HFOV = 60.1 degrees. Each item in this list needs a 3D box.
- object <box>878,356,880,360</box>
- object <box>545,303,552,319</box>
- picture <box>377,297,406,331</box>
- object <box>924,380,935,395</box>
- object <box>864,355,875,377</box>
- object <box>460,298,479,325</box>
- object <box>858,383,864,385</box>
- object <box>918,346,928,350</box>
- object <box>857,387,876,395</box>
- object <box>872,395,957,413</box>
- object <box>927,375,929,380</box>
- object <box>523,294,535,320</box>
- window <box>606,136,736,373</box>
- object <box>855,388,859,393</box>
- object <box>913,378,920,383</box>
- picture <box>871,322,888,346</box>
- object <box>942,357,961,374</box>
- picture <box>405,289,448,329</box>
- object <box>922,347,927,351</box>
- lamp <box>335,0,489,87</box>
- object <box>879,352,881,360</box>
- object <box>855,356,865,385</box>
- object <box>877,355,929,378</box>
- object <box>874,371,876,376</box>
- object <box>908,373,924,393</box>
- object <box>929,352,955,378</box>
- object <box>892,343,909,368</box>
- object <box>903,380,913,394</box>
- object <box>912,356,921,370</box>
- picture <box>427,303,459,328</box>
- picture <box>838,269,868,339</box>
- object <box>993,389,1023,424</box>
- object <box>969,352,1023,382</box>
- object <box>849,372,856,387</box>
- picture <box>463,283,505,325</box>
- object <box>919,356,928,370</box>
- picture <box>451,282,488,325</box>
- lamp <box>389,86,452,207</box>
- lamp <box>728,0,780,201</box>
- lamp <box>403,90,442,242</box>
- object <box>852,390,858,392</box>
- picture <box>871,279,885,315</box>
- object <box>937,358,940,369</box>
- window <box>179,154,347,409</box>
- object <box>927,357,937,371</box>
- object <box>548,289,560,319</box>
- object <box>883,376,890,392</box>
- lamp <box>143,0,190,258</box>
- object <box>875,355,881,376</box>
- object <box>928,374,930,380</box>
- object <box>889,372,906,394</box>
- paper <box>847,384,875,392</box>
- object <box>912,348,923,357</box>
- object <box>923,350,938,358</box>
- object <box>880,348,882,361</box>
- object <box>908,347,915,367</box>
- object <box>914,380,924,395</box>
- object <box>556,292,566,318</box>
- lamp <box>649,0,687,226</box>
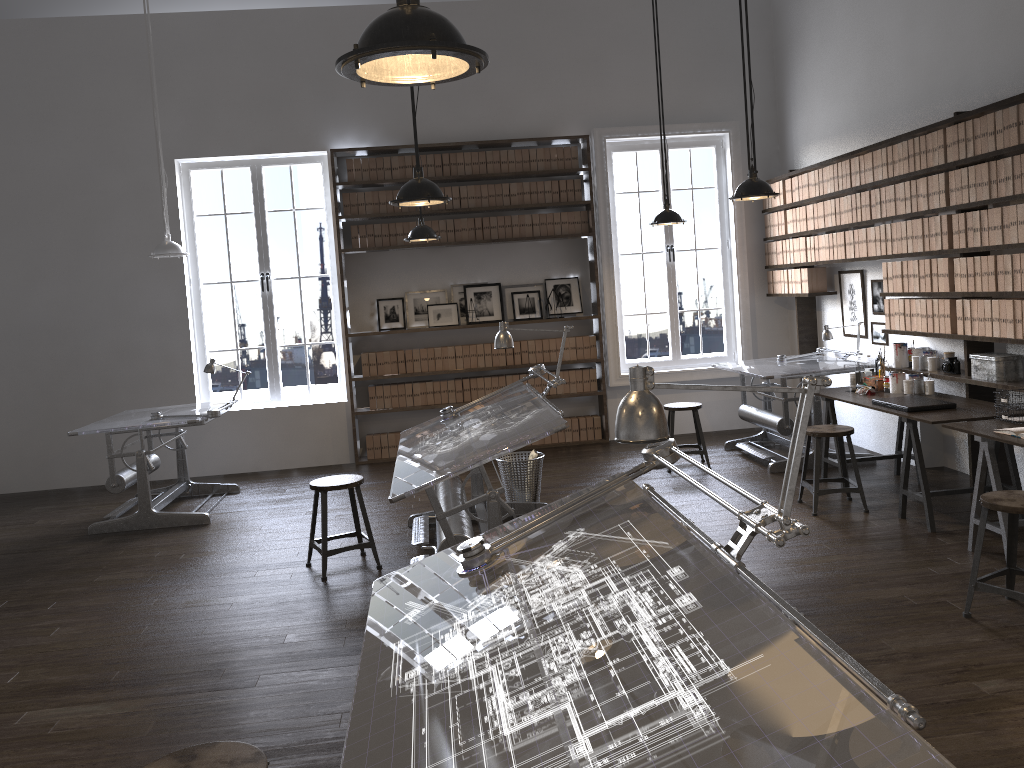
[{"bbox_3d":[2.630,-0.126,6.309,0.037,0.153,0.005,-5,3,-10],"label":"object"},{"bbox_3d":[0.359,-0.711,8.626,0.066,0.165,0.040,-4,3,-5],"label":"object"},{"bbox_3d":[-1.184,-0.685,8.695,0.267,0.314,0.058,-4,3,-5],"label":"picture"},{"bbox_3d":[2.790,0.022,5.915,0.062,0.094,0.062,0,5,44],"label":"object"},{"bbox_3d":[2.617,-0.096,6.487,0.068,0.237,0.069,-5,3,-8],"label":"object"},{"bbox_3d":[-0.411,-0.698,8.566,0.174,0.259,0.040,-4,3,-5],"label":"object"},{"bbox_3d":[2.531,0.016,6.433,0.049,0.037,0.049,-5,5,-9],"label":"object"},{"bbox_3d":[3.019,-0.208,6.490,0.070,0.130,0.070,-1,5,42],"label":"object"},{"bbox_3d":[2.471,0.043,6.183,0.132,0.050,0.198,-2,6,24],"label":"object"},{"bbox_3d":[2.489,0.122,5.501,0.312,0.033,0.447,-5,6,-5],"label":"object"},{"bbox_3d":[2.804,-0.006,5.982,0.005,0.117,0.036,-5,3,-11],"label":"object"},{"bbox_3d":[0.162,-0.745,8.632,0.124,0.259,0.040,-4,3,-5],"label":"object"},{"bbox_3d":[1.572,-1.275,8.815,1.245,2.303,0.153,-4,3,-5],"label":"window"},{"bbox_3d":[2.452,0.045,6.292,0.011,0.017,0.172,-2,6,26],"label":"object"},{"bbox_3d":[2.751,0.015,6.013,0.044,0.101,0.045,-4,4,-5],"label":"object"},{"bbox_3d":[2.968,-0.407,7.143,0.023,0.183,0.252,-4,5,-5],"label":"picture"},{"bbox_3d":[2.917,-0.125,5.911,0.091,0.108,0.171,-4,5,-5],"label":"object"},{"bbox_3d":[-0.832,-0.736,8.708,0.415,0.364,0.083,-5,3,-5],"label":"picture"},{"bbox_3d":[2.974,-0.198,6.429,0.072,0.128,0.071,-1,5,42],"label":"object"},{"bbox_3d":[-0.282,-1.760,1.748,0.312,2.246,0.312,-3,3,19],"label":"lamp"},{"bbox_3d":[2.638,-0.141,6.315,0.008,0.186,0.071,-4,3,-4],"label":"object"},{"bbox_3d":[2.547,-0.087,6.481,0.068,0.229,0.069,-5,3,-8],"label":"object"},{"bbox_3d":[2.772,-0.122,6.268,0.344,0.146,0.077,-2,4,17],"label":"object"},{"bbox_3d":[2.681,-0.044,6.575,0.068,0.104,0.068,-5,4,-10],"label":"object"},{"bbox_3d":[2.775,-0.006,6.077,0.094,0.128,0.095,-4,4,-1],"label":"object"},{"bbox_3d":[2.937,-0.132,6.022,0.236,0.161,0.107,-8,6,-40],"label":"object"},{"bbox_3d":[2.834,-0.210,6.467,0.107,0.176,0.107,-4,4,-4],"label":"object"},{"bbox_3d":[2.689,0.020,6.007,0.062,0.094,0.062,-1,5,35],"label":"object"},{"bbox_3d":[2.859,-0.149,6.257,0.062,0.094,0.062,-5,4,-20],"label":"object"},{"bbox_3d":[-0.673,-0.671,8.650,0.300,0.228,0.145,-5,4,-5],"label":"picture"},{"bbox_3d":[2.903,-0.681,7.535,0.040,0.573,0.416,-4,4,-5],"label":"picture"},{"bbox_3d":[2.769,0.118,4.749,0.284,0.160,0.204,-5,5,-5],"label":"object"},{"bbox_3d":[2.996,-0.106,5.478,0.193,0.152,0.318,-5,5,-6],"label":"object"},{"bbox_3d":[2.531,-0.031,6.552,0.068,0.104,0.068,-4,4,-1],"label":"object"},{"bbox_3d":[-0.277,-0.789,8.711,0.373,0.390,0.149,-4,3,-5],"label":"picture"},{"bbox_3d":[2.881,-0.143,6.190,0.063,0.093,0.063,-5,4,-20],"label":"object"},{"bbox_3d":[-0.407,-0.791,8.751,0.369,0.405,0.091,-4,3,-5],"label":"picture"},{"bbox_3d":[-0.533,-2.015,4.338,0.312,2.246,0.312,-3,3,15],"label":"lamp"},{"bbox_3d":[1.422,-2.270,5.437,0.313,2.246,0.311,-6,3,-26],"label":"lamp"},{"bbox_3d":[-0.810,-2.296,7.186,0.313,2.246,0.311,-6,3,-26],"label":"lamp"},{"bbox_3d":[2.447,0.049,6.286,0.157,0.006,0.006,-7,5,-26],"label":"object"},{"bbox_3d":[2.950,-0.698,7.118,0.022,0.284,0.202,-4,4,-6],"label":"picture"},{"bbox_3d":[2.966,-0.140,6.196,0.054,0.080,0.054,-2,4,22],"label":"object"},{"bbox_3d":[-2.374,-0.960,8.566,1.483,2.490,0.153,-4,3,-5],"label":"window"},{"bbox_3d":[2.909,-0.139,6.129,0.062,0.094,0.062,-5,4,-20],"label":"object"},{"bbox_3d":[0.410,-0.788,8.663,0.118,0.303,0.040,-4,3,-5],"label":"object"},{"bbox_3d":[2.619,0.002,6.178,0.049,0.111,0.050,-5,4,-9],"label":"object"},{"bbox_3d":[-2.811,-2.133,6.994,0.313,2.246,0.311,-6,3,-26],"label":"lamp"},{"bbox_3d":[2.701,-0.099,6.495,0.068,0.229,0.069,-5,3,-8],"label":"object"},{"bbox_3d":[2.810,-0.005,5.975,0.004,0.133,0.030,-5,3,-10],"label":"object"},{"bbox_3d":[2.664,-0.008,6.115,0.104,0.141,0.105,-5,4,-13],"label":"object"},{"bbox_3d":[2.480,0.033,6.316,0.138,0.038,0.155,-6,6,-20],"label":"paper"},{"bbox_3d":[2.919,-0.189,6.372,0.070,0.130,0.070,-2,4,33],"label":"object"},{"bbox_3d":[2.968,-0.172,6.280,0.094,0.128,0.095,-2,5,25],"label":"object"},{"bbox_3d":[2.628,-0.150,6.298,0.007,0.213,0.055,-2,4,30],"label":"object"},{"bbox_3d":[2.910,-0.196,6.442,0.051,0.139,0.050,-5,3,-8],"label":"object"},{"bbox_3d":[2.738,0.022,5.957,0.062,0.093,0.063,0,6,44],"label":"object"},{"bbox_3d":[0.478,-0.776,8.699,0.110,0.261,0.040,-4,3,-5],"label":"object"},{"bbox_3d":[1.229,-2.461,7.373,0.313,2.246,0.311,-6,3,-26],"label":"lamp"}]
